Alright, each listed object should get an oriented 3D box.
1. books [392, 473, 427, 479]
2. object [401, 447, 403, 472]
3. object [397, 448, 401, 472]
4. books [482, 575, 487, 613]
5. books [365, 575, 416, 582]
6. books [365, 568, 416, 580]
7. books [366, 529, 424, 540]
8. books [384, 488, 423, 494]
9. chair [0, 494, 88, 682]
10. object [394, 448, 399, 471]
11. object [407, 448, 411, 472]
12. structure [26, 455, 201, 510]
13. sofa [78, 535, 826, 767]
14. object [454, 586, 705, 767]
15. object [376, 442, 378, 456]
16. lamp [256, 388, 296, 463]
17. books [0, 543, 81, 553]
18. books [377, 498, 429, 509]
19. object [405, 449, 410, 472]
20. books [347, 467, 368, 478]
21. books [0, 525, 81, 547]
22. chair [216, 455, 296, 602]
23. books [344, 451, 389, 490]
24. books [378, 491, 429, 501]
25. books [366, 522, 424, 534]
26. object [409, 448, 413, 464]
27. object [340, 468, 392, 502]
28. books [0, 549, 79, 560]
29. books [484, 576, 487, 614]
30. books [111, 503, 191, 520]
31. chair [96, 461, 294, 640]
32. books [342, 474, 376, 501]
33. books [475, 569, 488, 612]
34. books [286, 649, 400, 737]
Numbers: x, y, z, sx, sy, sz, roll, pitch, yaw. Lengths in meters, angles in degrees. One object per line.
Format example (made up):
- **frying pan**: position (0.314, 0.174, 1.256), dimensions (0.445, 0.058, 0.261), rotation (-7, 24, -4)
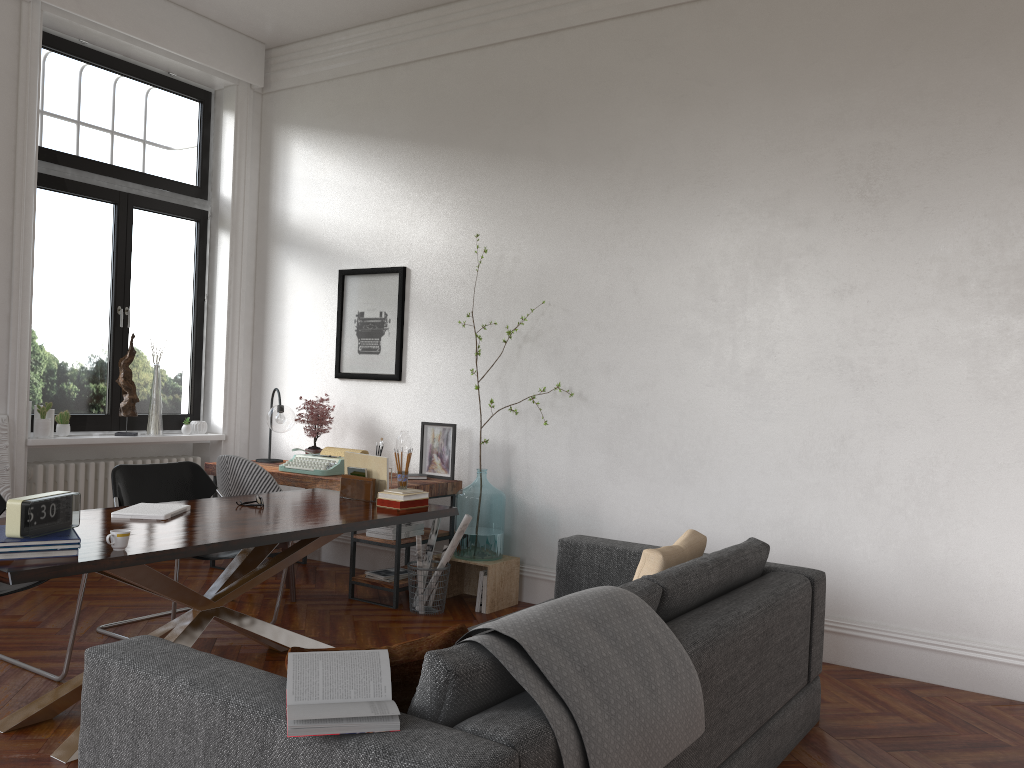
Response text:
- **books**: position (-0.672, 0.606, 5.827), dimensions (0.213, 0.031, 0.129), rotation (3, 0, -19)
- **object**: position (-0.566, 0.420, 4.536), dimensions (0.008, 0.195, 0.032), rotation (2, 1, -13)
- **object**: position (-0.569, 0.422, 4.490), dimensions (0.008, 0.193, 0.049), rotation (3, 1, 38)
- **books**: position (-0.127, 1.279, 5.433), dimensions (0.012, 0.232, 0.170), rotation (3, 1, 33)
- **books**: position (-0.770, 1.217, 5.636), dimensions (0.196, 0.014, 0.268), rotation (2, 0, 32)
- **books**: position (-0.769, 1.202, 5.636), dimensions (0.196, 0.014, 0.268), rotation (2, 0, 45)
- **books**: position (-0.736, 0.936, 5.595), dimensions (0.225, 0.038, 0.309), rotation (2, 0, 32)
- **books**: position (-0.547, 0.540, 4.480), dimensions (0.128, 0.008, 0.159), rotation (2, 0, 35)
- **chair**: position (-2.343, 0.848, 3.734), dimensions (0.745, 0.873, 0.753), rotation (3, 0, 33)
- **object**: position (-0.582, 0.422, 4.513), dimensions (0.049, 0.193, 0.008), rotation (3, 1, 3)
- **object**: position (-0.528, 0.422, 4.503), dimensions (0.008, 0.195, 0.036), rotation (2, 1, -44)
- **structure**: position (-2.904, 0.939, 6.500), dimensions (0.225, 0.778, 1.454), rotation (3, 0, 33)
- **sofa**: position (0.103, 1.017, 3.070), dimensions (1.261, 0.829, 2.645), rotation (3, 0, 33)
- **object**: position (0.190, 0.778, 2.298), dimensions (0.400, 0.387, 0.752), rotation (3, 0, 33)
- **object**: position (-0.938, 0.506, 6.126), dimensions (0.008, 0.207, 0.054), rotation (3, 1, -1)
- **lamp**: position (-1.724, 0.303, 6.466), dimensions (0.207, 0.550, 0.441), rotation (2, 1, -33)
- **books**: position (-1.613, 0.524, 2.993), dimensions (0.250, 0.017, 0.344), rotation (3, 0, -32)
- **books**: position (-0.547, 0.592, 4.455), dimensions (0.159, 0.040, 0.216), rotation (2, 0, 35)
- **object**: position (-0.536, 0.424, 4.491), dimensions (0.008, 0.193, 0.049), rotation (2, 1, -33)
- **books**: position (-0.814, 0.520, 4.689), dimensions (0.128, 0.157, 0.041), rotation (3, 1, 33)
- **books**: position (-1.612, 0.507, 2.992), dimensions (0.250, 0.017, 0.344), rotation (3, 0, -32)
- **chair**: position (-1.577, 0.885, 5.566), dimensions (0.716, 0.900, 0.547), rotation (3, 1, 26)
- **books**: position (-0.773, 0.488, 4.713), dimensions (0.309, 0.239, 0.043), rotation (3, 1, 33)
- **books**: position (-0.545, 0.559, 4.464), dimensions (0.164, 0.028, 0.207), rotation (2, 0, 31)
- **books**: position (-0.736, 0.901, 5.606), dimensions (0.225, 0.038, 0.309), rotation (2, 0, 33)
- **object**: position (-0.531, 0.423, 4.528), dimensions (0.044, 0.194, 0.008), rotation (2, 1, -26)
- **object**: position (-0.770, 0.521, 4.672), dimensions (0.228, 0.166, 0.150), rotation (3, 0, 33)
- **books**: position (-1.629, 0.545, 2.993), dimensions (0.264, 0.027, 0.347), rotation (3, 0, -32)
- **books**: position (-0.116, 1.280, 5.426), dimensions (0.012, 0.232, 0.170), rotation (3, 1, 33)
- **books**: position (-1.570, 0.557, 3.875), dimensions (0.231, 0.026, 0.325), rotation (3, 0, -2)
- **chair**: position (-1.696, 0.882, 4.716), dimensions (0.745, 0.873, 0.753), rotation (3, 0, 33)
- **books**: position (-0.805, 0.542, 4.628), dimensions (0.221, 0.125, 0.028), rotation (3, 1, 33)
- **books**: position (-0.148, 1.266, 5.456), dimensions (0.054, 0.258, 0.187), rotation (3, 1, 34)
- **books**: position (-0.371, 0.658, 1.923), dimensions (0.225, 0.096, 0.278), rotation (3, 0, -15)
